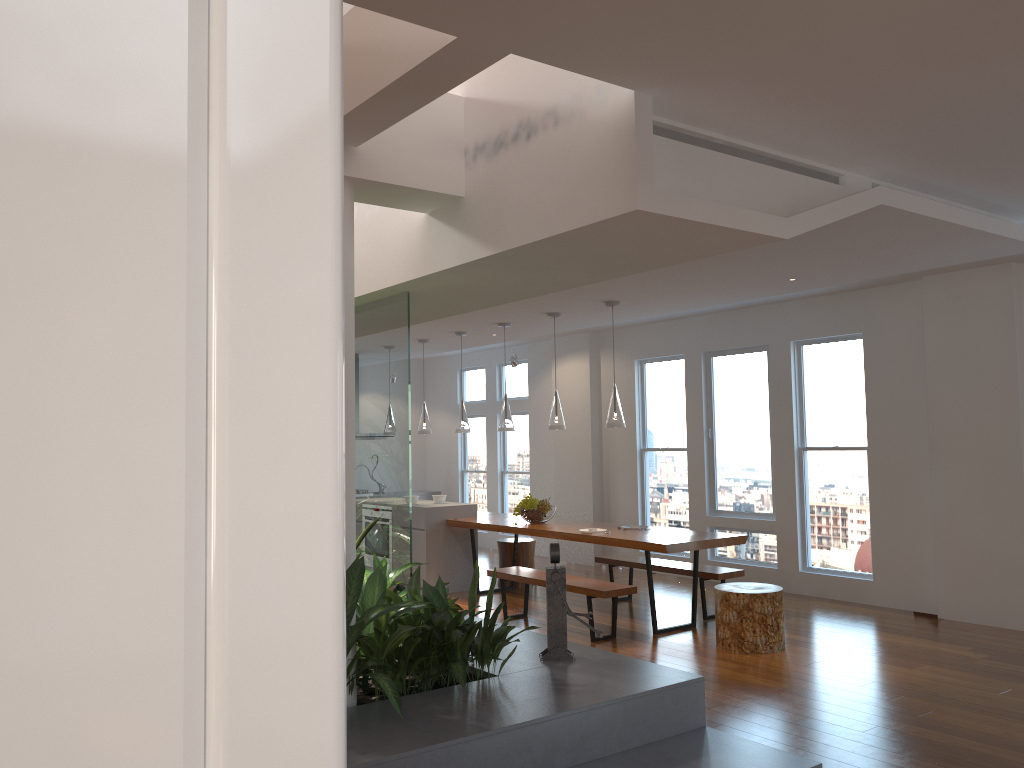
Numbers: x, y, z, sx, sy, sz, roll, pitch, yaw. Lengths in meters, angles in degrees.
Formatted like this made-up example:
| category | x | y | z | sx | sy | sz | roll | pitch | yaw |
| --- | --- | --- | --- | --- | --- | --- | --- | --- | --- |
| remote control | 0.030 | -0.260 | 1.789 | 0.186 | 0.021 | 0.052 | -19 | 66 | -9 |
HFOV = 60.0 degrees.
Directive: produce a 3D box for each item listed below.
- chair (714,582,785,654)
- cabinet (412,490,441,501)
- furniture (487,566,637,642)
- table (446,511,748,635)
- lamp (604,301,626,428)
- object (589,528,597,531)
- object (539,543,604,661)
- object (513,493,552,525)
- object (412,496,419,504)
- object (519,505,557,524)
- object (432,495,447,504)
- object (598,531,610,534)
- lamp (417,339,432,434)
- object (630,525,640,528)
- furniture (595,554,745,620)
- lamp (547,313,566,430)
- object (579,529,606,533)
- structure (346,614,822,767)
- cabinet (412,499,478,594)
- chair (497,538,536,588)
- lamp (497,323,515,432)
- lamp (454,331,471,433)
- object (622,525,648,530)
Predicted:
| category | x | y | z | sx | sy | sz | roll | pitch | yaw |
| --- | --- | --- | --- | --- | --- | --- | --- | --- | --- |
| chair | 1.644 | 1.613 | 6.142 | 0.460 | 0.400 | 0.460 | 1 | -4 | -27 |
| cabinet | -1.690 | 1.945 | 12.865 | 1.309 | 0.725 | 0.420 | 2 | -5 | -37 |
| furniture | 0.350 | 1.691 | 6.846 | 0.316 | 0.389 | 1.433 | 2 | -5 | -37 |
| table | -0.348 | 1.673 | 8.831 | 0.893 | 0.704 | 5.996 | 2 | -5 | -37 |
| lamp | 0.800 | -0.188 | 6.960 | 0.160 | 1.060 | 0.160 | 0 | -4 | -10 |
| object | 0.651 | 1.177 | 7.127 | 0.079 | 0.030 | 0.070 | -2 | -4 | 17 |
| object | 0.289 | 1.072 | 4.396 | 0.318 | 0.565 | 0.134 | -1 | -4 | 0 |
| object | 0.198 | 1.124 | 8.030 | 0.292 | 0.284 | 0.394 | -2 | -4 | 17 |
| object | -1.008 | 1.170 | 8.930 | 0.152 | 0.082 | 0.152 | -1 | -4 | 3 |
| object | 0.228 | 1.186 | 8.029 | 0.360 | 0.159 | 0.360 | -2 | -4 | 17 |
| object | -0.734 | 1.168 | 8.979 | 0.152 | 0.082 | 0.152 | -2 | -4 | 14 |
| object | 0.720 | 1.177 | 7.011 | 0.149 | 0.014 | 0.044 | 2 | -5 | -38 |
| lamp | -0.921 | -0.006 | 9.277 | 0.160 | 1.060 | 0.160 | 0 | -4 | -10 |
| object | 1.018 | 1.184 | 7.340 | 0.079 | 0.030 | 0.070 | -1 | -4 | 7 |
| furniture | 1.308 | 1.721 | 7.555 | 0.316 | 0.389 | 1.433 | 2 | -5 | -37 |
| lamp | 0.370 | -0.143 | 7.539 | 0.160 | 1.060 | 0.160 | 0 | -4 | -10 |
| object | 0.651 | 1.183 | 7.127 | 0.222 | 0.020 | 0.222 | -1 | -4 | 4 |
| structure | -1.679 | 1.606 | 4.814 | 3.088 | 0.386 | 5.584 | 2 | -5 | -37 |
| cabinet | -1.449 | 1.689 | 9.755 | 0.597 | 0.832 | 2.936 | 2 | -5 | -37 |
| chair | 0.049 | 1.805 | 8.955 | 0.402 | 0.455 | 0.396 | -5 | -5 | 43 |
| lamp | -0.060 | -0.097 | 8.119 | 0.160 | 1.060 | 0.160 | 0 | -4 | -10 |
| lamp | -0.491 | -0.051 | 8.698 | 0.160 | 1.060 | 0.160 | 0 | -4 | -10 |
| object | 1.018 | 1.190 | 7.340 | 0.222 | 0.020 | 0.222 | 3 | -5 | -45 |
